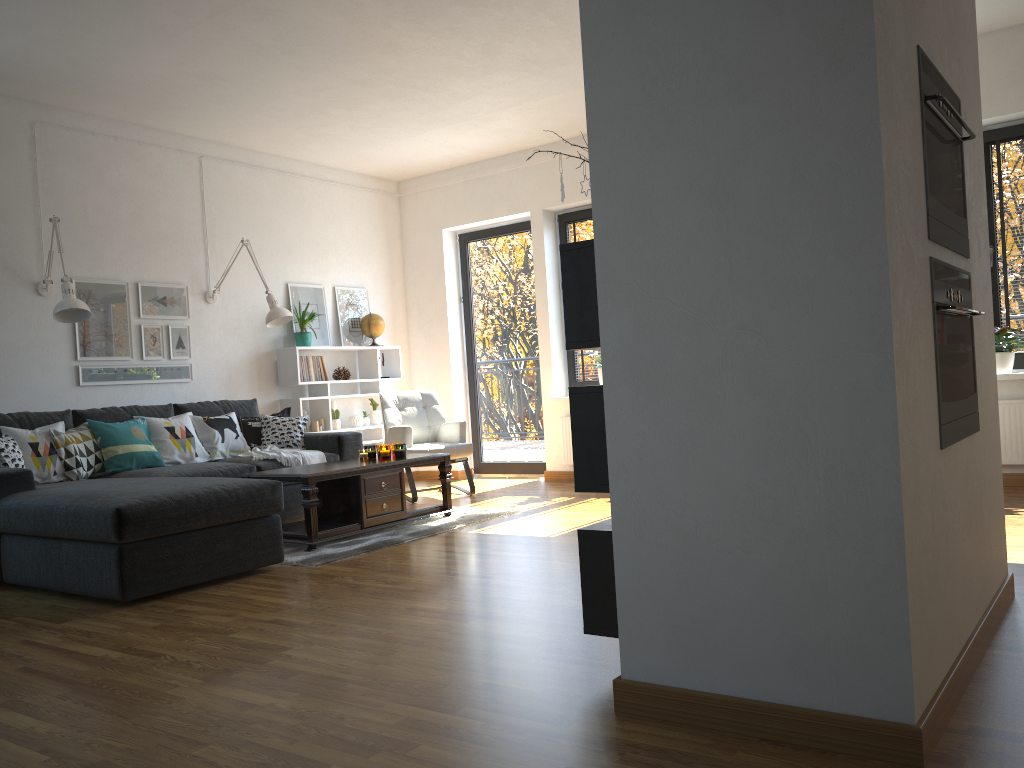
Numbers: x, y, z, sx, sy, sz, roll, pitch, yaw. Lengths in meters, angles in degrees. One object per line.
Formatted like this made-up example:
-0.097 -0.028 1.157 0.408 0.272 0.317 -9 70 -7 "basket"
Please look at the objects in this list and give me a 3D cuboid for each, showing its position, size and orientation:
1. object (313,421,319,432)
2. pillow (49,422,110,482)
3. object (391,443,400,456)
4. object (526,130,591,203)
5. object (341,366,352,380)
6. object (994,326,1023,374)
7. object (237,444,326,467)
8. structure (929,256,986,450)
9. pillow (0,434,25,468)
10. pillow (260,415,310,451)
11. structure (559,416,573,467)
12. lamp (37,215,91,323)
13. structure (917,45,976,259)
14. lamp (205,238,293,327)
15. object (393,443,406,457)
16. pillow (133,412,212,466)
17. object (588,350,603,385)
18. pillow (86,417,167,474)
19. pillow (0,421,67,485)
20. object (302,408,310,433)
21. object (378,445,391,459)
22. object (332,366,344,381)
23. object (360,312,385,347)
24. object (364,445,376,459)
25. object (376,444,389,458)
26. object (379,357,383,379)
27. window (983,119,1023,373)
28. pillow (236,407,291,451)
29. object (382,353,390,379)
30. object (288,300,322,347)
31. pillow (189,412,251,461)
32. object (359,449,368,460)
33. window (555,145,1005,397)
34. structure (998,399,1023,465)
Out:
-1.624 0.343 7.072 0.176 0.084 0.078 -4 0 4 "object"
-2.567 0.406 5.196 0.242 0.363 0.454 -4 0 2 "pillow"
-0.721 0.413 5.591 0.079 0.081 0.079 -4 0 31 "object"
0.245 -0.658 2.600 0.426 0.522 0.298 -3 1 32 "object"
-1.403 -0.088 7.464 0.101 0.125 0.096 -4 0 -39 "object"
3.008 -0.215 5.467 0.380 0.309 0.371 -4 0 10 "object"
-1.594 0.519 5.860 0.606 0.212 0.488 -4 0 32 "object"
1.195 -0.085 2.341 0.052 0.462 0.585 -3 0 36 "structure"
-2.699 0.421 4.732 0.160 0.320 0.334 -4 0 -19 "pillow"
-1.601 0.361 6.256 0.358 0.312 0.169 -4 0 -14 "pillow"
1.008 0.461 6.905 1.458 0.459 0.078 -4 1 34 "structure"
-2.746 -0.683 5.311 0.698 0.670 0.200 -3 1 45 "lamp"
1.163 -0.587 2.335 0.052 0.462 0.585 -3 0 36 "structure"
-1.912 -0.733 6.475 0.698 0.670 0.200 -4 1 26 "lamp"
-0.692 0.411 5.490 0.079 0.081 0.079 -4 0 31 "object"
-2.168 0.372 5.744 0.285 0.368 0.436 -3 0 36 "pillow"
0.758 -0.134 7.097 0.286 0.444 0.340 -3 0 24 "object"
-2.371 0.369 5.457 0.273 0.340 0.414 -3 0 35 "pillow"
-2.646 0.391 4.962 0.173 0.344 0.360 -3 0 35 "pillow"
-1.677 0.290 7.075 0.108 0.197 0.108 -4 1 -43 "object"
-0.781 0.417 5.455 0.079 0.081 0.079 -4 0 31 "object"
-1.452 -0.087 7.400 0.102 0.127 0.094 -4 0 -9 "object"
-1.215 -0.471 7.751 0.217 0.305 0.216 -4 1 -37 "object"
-0.883 0.423 5.530 0.079 0.081 0.079 -4 0 31 "object"
-0.806 0.418 5.541 0.079 0.081 0.079 -4 0 31 "object"
-1.206 -0.149 7.755 0.134 0.217 0.066 -4 1 -39 "object"
3.019 -0.849 5.701 1.562 1.588 0.119 -3 1 36 "window"
-1.780 0.357 6.315 0.449 0.358 0.234 -4 0 -28 "pillow"
-1.138 -0.160 7.868 0.066 0.230 0.075 -3 1 16 "object"
-1.676 -0.476 7.118 0.387 0.372 0.424 -4 0 22 "object"
-1.963 0.355 6.020 0.266 0.318 0.382 -3 0 36 "pillow"
-0.912 0.435 5.459 0.060 0.061 0.060 -3 0 41 "object"
8.567 1.016 16.302 21.822 18.374 12.975 -4 0 -24 "window"
2.869 0.339 5.567 1.458 0.459 0.078 -4 0 37 "structure"
